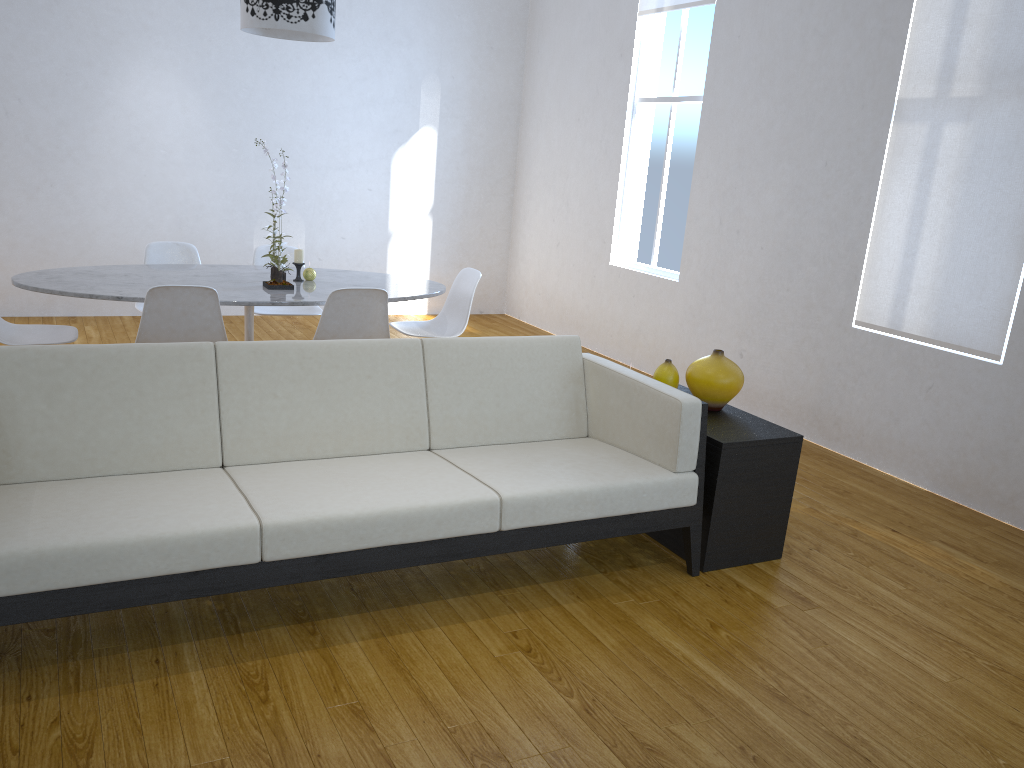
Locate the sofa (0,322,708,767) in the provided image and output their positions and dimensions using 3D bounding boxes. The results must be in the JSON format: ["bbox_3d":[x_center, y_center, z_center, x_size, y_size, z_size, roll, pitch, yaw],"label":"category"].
[{"bbox_3d":[-0.180,0.437,2.051,5.333,0.684,9.652,-3,16,-28],"label":"sofa"}]

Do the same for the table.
[{"bbox_3d":[-1.233,-0.172,4.158,1.908,0.628,1.063,-3,17,-28],"label":"table"}]

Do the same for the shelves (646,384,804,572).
[{"bbox_3d":[0.639,0.306,3.261,0.349,0.455,0.724,-3,17,-28],"label":"shelves"}]

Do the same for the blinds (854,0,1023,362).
[{"bbox_3d":[1.903,-1.206,3.639,0.007,2.128,0.756,-4,18,-27],"label":"blinds"}]

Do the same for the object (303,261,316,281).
[{"bbox_3d":[-0.966,-0.541,4.232,0.063,0.092,0.062,10,16,18],"label":"object"}]

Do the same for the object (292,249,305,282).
[{"bbox_3d":[-1.004,-0.573,4.171,0.059,0.178,0.058,-9,21,-41],"label":"object"}]

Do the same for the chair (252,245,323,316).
[{"bbox_3d":[-1.223,-0.542,4.747,0.405,0.354,0.416,-2,16,-25],"label":"chair"}]

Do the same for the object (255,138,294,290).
[{"bbox_3d":[-1.025,-0.738,3.889,0.166,0.643,0.200,5,16,0],"label":"object"}]

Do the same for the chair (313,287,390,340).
[{"bbox_3d":[-0.734,-0.282,3.892,0.405,0.354,0.416,-3,17,-28],"label":"chair"}]

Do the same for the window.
[{"bbox_3d":[1.003,-1.753,5.474,0.073,2.146,0.769,-4,18,-27],"label":"window"}]

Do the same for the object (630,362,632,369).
[{"bbox_3d":[0.450,-0.032,3.385,0.071,0.105,0.070,5,15,-1],"label":"object"}]

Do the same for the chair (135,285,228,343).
[{"bbox_3d":[-1.347,-0.260,3.598,0.405,0.354,0.416,-2,16,-24],"label":"chair"}]

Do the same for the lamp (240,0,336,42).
[{"bbox_3d":[-0.914,-2.267,3.660,0.398,1.551,0.397,13,18,27],"label":"lamp"}]

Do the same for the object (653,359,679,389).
[{"bbox_3d":[0.559,-0.010,3.223,0.095,0.162,0.095,8,16,12],"label":"object"}]

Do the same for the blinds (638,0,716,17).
[{"bbox_3d":[0.995,-2.499,5.223,0.007,0.561,0.756,-4,17,-27],"label":"blinds"}]

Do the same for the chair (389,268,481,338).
[{"bbox_3d":[-0.392,-0.416,4.535,0.419,0.354,0.402,-2,17,-26],"label":"chair"}]

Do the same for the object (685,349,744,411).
[{"bbox_3d":[0.728,-0.016,3.189,0.207,0.217,0.205,8,15,13],"label":"object"}]

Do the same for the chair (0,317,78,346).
[{"bbox_3d":[-2.041,-0.340,3.680,0.419,0.354,0.402,-2,17,-26],"label":"chair"}]

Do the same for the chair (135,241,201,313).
[{"bbox_3d":[-1.702,-0.523,4.513,0.405,0.354,0.416,-4,17,-29],"label":"chair"}]
